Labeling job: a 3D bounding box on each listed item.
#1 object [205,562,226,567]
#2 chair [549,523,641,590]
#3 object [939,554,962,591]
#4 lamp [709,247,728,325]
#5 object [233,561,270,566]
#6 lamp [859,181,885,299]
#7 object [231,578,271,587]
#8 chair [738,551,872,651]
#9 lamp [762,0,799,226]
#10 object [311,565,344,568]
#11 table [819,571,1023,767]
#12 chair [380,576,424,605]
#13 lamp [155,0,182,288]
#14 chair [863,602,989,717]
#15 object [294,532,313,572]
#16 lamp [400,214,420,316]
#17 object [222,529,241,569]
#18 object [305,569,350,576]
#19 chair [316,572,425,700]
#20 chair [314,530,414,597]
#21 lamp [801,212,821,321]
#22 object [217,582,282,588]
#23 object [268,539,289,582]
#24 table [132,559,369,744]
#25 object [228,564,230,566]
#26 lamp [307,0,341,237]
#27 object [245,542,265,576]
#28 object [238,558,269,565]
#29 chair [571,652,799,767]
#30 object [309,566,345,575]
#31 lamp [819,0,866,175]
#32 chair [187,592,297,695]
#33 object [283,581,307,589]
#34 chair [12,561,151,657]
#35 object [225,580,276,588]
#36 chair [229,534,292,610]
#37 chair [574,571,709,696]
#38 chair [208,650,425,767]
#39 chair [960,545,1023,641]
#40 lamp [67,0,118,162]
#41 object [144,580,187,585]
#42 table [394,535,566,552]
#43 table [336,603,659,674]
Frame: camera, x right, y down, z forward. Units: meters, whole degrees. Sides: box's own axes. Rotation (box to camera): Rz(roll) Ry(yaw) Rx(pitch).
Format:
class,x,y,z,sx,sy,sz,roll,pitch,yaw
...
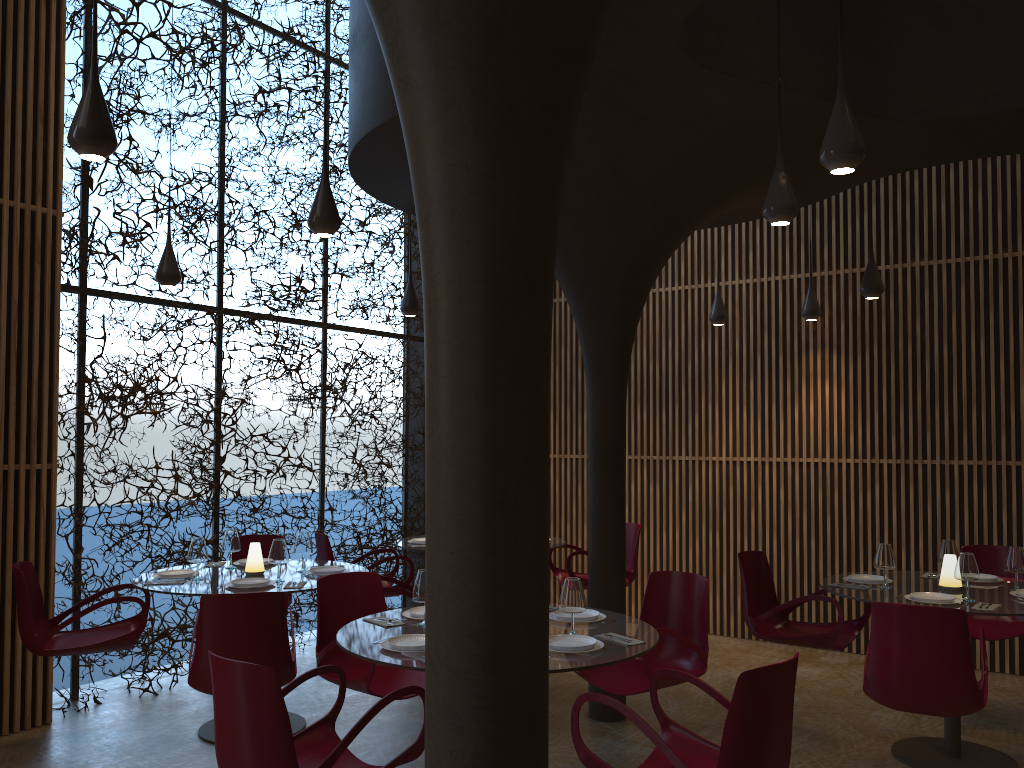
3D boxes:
class,x,y,z,sx,sy,sz,roll,pitch,yaw
object,-2.354,1.435,7.045,0.126,0.017,0.262,1,-4,-9
chair,0.866,1.735,8.914,0.872,0.635,0.625,1,-3,-16
object,2.960,1.269,5.986,0.142,0.232,0.144,-1,-3,19
lamp,2.154,-3.749,9.325,0.196,6.271,0.196,2,-3,-41
object,-2.053,1.430,7.074,0.332,0.014,0.332,-2,-4,27
lamp,3.037,-3.855,7.566,0.196,6.271,0.196,2,-3,-41
object,-1.786,1.359,6.063,0.263,0.029,0.263,0,-3,-5
chair,2.110,1.593,6.544,0.873,0.635,0.625,-2,-4,39
lamp,1.488,-4.016,4.994,0.196,6.271,0.196,1,-2,-21
object,-1.435,1.428,6.905,0.262,0.017,0.126,1,-4,-15
table,2.958,1.949,5.962,1.673,1.129,1.673,-3,-4,44
chair,-0.730,1.601,6.792,0.872,0.635,0.625,1,-3,-16
lamp,-2.692,-3.899,7.067,0.196,6.271,0.196,1,-2,-31
chair,2.327,1.499,5.003,0.625,0.635,0.873,-1,-3,29
object,-1.583,1.273,6.722,0.142,0.295,0.142,1,-2,-16
lamp,-0.980,-3.795,8.701,0.196,6.271,0.196,1,-2,-31
object,-2.181,1.281,6.885,0.142,0.295,0.142,2,-3,-44
object,-1.377,1.403,6.609,0.332,0.014,0.332,-2,-4,27
chair,-0.811,1.514,5.371,0.625,0.635,0.873,2,-4,-41
chair,-1.418,1.695,8.342,0.873,0.635,0.625,1,-3,-21
lamp,2.996,-3.770,8.962,0.196,6.271,0.196,1,-2,-31
object,-1.791,1.370,6.061,0.410,0.012,0.204,1,-4,-9
object,-1.645,1.244,6.252,0.142,0.295,0.142,2,-3,-40
table,-1.906,1.973,6.545,1.672,1.129,1.674,1,-3,-14
object,-2.048,1.432,7.076,0.410,0.012,0.204,1,-4,-13
lamp,-1.093,-4.003,5.300,0.196,6.271,0.196,1,-2,-11
object,-1.905,1.293,6.569,0.142,0.232,0.144,0,-2,-1
object,-2.053,1.421,7.075,0.263,0.029,0.263,1,-4,-18
chair,0.775,1.420,3.766,0.873,0.635,0.625,-3,-4,44
object,-1.377,1.394,6.609,0.263,0.029,0.263,-2,-4,27
lamp,1.471,-4.075,4.032,0.196,6.271,0.196,1,-2,-21
chair,-1.619,1.512,5.357,0.625,0.635,0.873,1,-3,-16
object,-1.484,1.377,6.071,0.126,0.017,0.262,0,-4,-5
chair,-3.014,1.561,6.220,0.873,0.635,0.625,1,-3,-21
object,-1.786,1.369,6.062,0.332,0.014,0.332,-3,-5,43
chair,-2.190,1.644,7.539,0.625,0.635,0.873,1,-3,-11
chair,0.827,1.523,5.453,0.625,0.635,0.873,-3,-4,44
chair,-0.865,1.419,3.816,0.625,0.635,0.873,-2,-4,39
chair,3.709,1.619,6.909,0.625,0.635,0.873,-2,-4,34
lamp,-1.772,-4.093,3.868,0.196,6.271,0.196,1,-2,-11
object,-2.401,1.379,6.138,0.262,0.017,0.126,1,-4,-11
table,-0.310,2.107,8.668,1.672,1.129,1.674,1,-3,-14
table,-0.075,1.862,4.650,1.673,1.129,1.673,2,-4,-36
